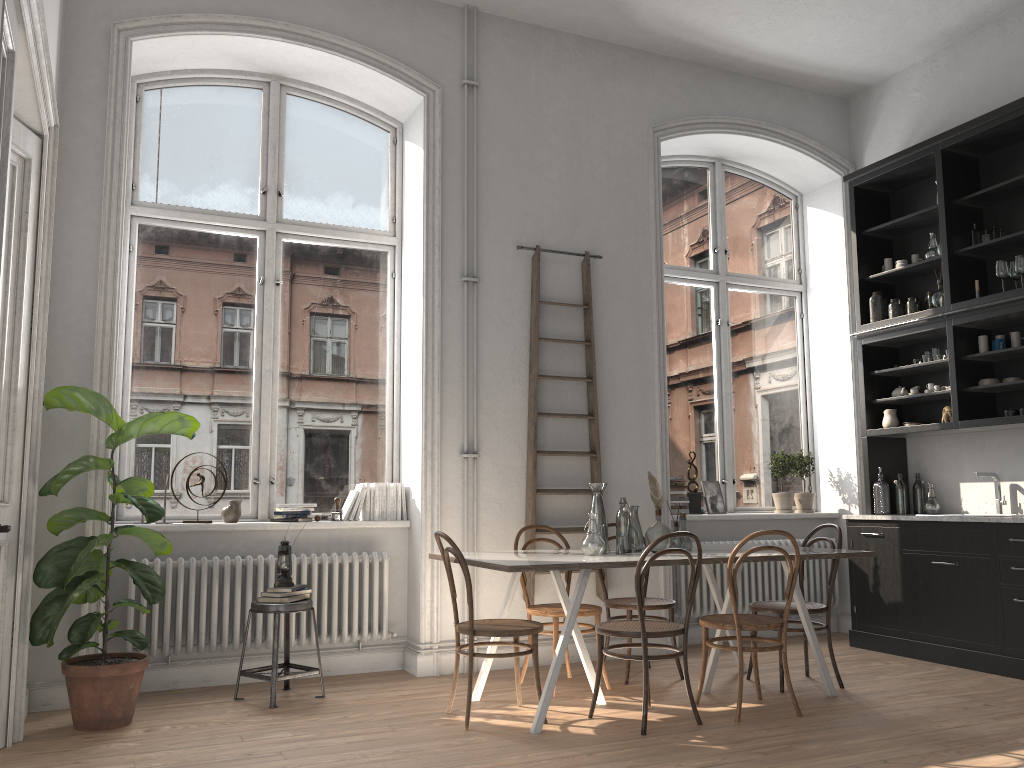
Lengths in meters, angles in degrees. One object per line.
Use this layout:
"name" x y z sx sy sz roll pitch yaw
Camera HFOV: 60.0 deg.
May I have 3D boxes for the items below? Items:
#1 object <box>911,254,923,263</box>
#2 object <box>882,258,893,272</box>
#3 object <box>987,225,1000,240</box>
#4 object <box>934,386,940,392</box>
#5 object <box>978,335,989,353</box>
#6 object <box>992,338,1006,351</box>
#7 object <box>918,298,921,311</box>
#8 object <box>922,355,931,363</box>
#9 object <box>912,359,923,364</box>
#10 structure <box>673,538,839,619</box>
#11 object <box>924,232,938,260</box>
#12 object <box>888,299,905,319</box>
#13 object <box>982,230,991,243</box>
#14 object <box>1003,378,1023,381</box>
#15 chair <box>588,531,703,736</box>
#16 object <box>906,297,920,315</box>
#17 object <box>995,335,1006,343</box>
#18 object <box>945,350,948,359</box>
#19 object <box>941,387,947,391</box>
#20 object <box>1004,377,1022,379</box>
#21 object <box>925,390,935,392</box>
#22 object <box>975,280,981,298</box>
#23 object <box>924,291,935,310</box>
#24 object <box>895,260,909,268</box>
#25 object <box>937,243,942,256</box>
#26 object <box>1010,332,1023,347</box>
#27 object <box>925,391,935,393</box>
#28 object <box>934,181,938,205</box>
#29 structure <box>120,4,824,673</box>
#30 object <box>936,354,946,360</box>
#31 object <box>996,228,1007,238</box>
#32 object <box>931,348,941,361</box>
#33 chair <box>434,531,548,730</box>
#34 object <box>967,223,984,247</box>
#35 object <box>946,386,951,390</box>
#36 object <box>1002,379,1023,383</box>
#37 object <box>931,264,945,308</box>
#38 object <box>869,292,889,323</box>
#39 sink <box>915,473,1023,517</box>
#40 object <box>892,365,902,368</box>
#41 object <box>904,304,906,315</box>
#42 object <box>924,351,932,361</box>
"object" 3.051 -0.908 6.685 0.059 0.135 0.082 0 -7 -1
"object" 2.889 -0.891 6.810 0.059 0.135 0.082 -1 -7 4
"object" 3.327 -1.005 6.109 0.065 0.176 0.084 0 -7 -2
"object" 3.019 0.041 6.306 0.049 0.054 0.039 0 -7 1
"object" 3.205 -0.256 6.025 0.059 0.135 0.082 -5 -8 33
"object" 3.249 -0.250 5.916 0.082 0.093 0.140 -5 -8 30
"object" 3.020 -0.552 6.654 0.092 0.184 0.092 -5 -8 31
"object" 2.990 -0.173 6.395 0.064 0.069 0.064 -3 -8 23
"object" 2.962 -0.152 6.471 0.071 0.047 0.072 -2 -8 13
"structure" 1.854 1.471 6.787 1.577 0.552 0.195 3 -8 -24
"object" 3.055 -0.985 6.421 0.132 0.219 0.132 -6 -9 40
"object" 2.859 -0.550 6.594 0.114 0.155 0.114 2 -8 -21
"object" 3.227 -0.988 6.031 0.053 0.124 0.041 -5 -8 32
"object" 3.338 -0.013 5.906 0.124 0.035 0.124 5 -9 -36
"chair" 0.659 1.181 4.345 0.438 0.919 0.549 4 -8 -29
"object" 2.950 -0.556 6.524 0.096 0.150 0.097 5 -9 -36
"object" 3.304 -0.259 6.011 0.082 0.135 0.059 -1 -7 4
"object" 3.062 -0.200 6.193 0.064 0.069 0.064 4 -8 -31
"object" 3.072 0.040 6.289 0.049 0.040 0.056 -6 -9 38
"object" 3.338 -0.020 5.907 0.112 0.035 0.113 -3 -8 18
"object" 3.013 0.055 6.366 0.085 0.016 0.085 -1 -7 7
"object" 3.159 -0.630 6.016 0.123 0.161 0.123 2 -7 -15
"object" 3.073 -0.580 6.485 0.092 0.184 0.092 1 -7 -10
"object" 2.955 -0.883 6.720 0.096 0.095 0.096 -2 -7 10
"object" 3.077 -1.062 6.299 0.123 0.340 0.119 0 -7 -5
"object" 3.355 -0.277 5.882 0.059 0.135 0.082 6 -9 -41
"object" 3.013 0.062 6.366 0.085 0.014 0.085 5 -9 -37
"object" 3.111 -1.359 6.439 0.067 0.231 0.070 3 -8 -28
"structure" 0.194 -0.366 6.178 5.182 4.469 0.340 3 -8 -24
"object" 3.034 -0.180 6.263 0.071 0.047 0.072 -2 -8 13
"object" 3.313 -0.992 6.000 0.044 0.121 0.058 -1 -7 3
"object" 3.032 -0.201 6.337 0.060 0.107 0.060 -1 -7 3
"chair" -0.114 1.198 4.443 0.549 0.919 0.438 2 -7 -16
"object" 3.201 -1.014 6.120 0.084 0.199 0.065 0 -7 -2
"object" 3.090 0.033 6.270 0.048 0.041 0.058 -7 -10 43
"object" 3.338 -0.005 5.905 0.132 0.038 0.132 -3 -8 23
"object" 3.004 -0.702 6.218 0.134 0.357 0.134 -3 -8 20
"object" 2.782 -0.574 6.720 0.118 0.238 0.118 5 -9 -39
"sink" 3.097 0.845 5.932 0.514 0.504 0.526 3 -8 -24
"object" 2.934 -0.115 6.757 0.071 0.047 0.072 -2 -8 13
"object" 3.013 -0.525 6.790 0.114 0.155 0.114 -3 -8 21
"object" 3.042 -0.183 6.477 0.060 0.107 0.060 -5 -8 33
